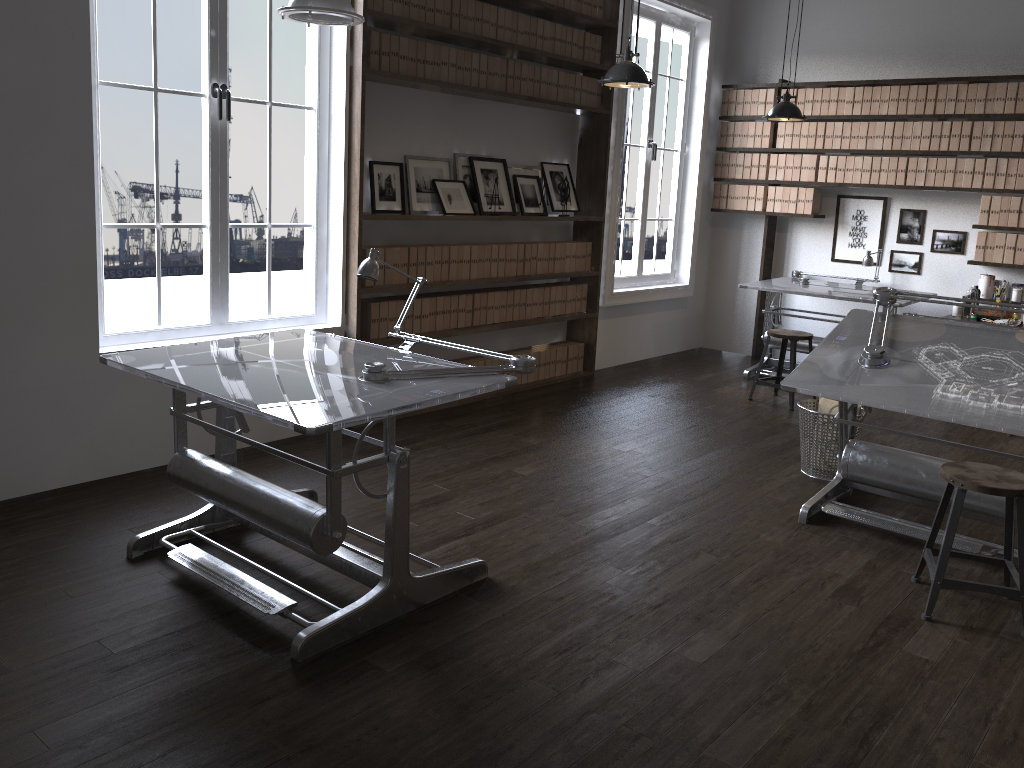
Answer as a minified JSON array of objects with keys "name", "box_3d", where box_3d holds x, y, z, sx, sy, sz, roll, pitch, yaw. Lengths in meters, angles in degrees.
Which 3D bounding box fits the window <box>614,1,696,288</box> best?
[{"name":"window","box_3d":[1.140,-1.946,7.454,0.154,2.289,1.250,11,13,39]}]

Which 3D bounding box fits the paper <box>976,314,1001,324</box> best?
[{"name":"paper","box_3d":[3.462,-0.473,6.431,0.155,0.038,0.138,9,14,24]}]

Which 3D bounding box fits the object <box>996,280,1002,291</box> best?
[{"name":"object","box_3d":[3.748,-0.736,6.840,0.072,0.128,0.072,2,11,-3]}]

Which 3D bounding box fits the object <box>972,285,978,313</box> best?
[{"name":"object","box_3d":[3.447,-0.623,6.638,0.069,0.235,0.068,10,13,36]}]

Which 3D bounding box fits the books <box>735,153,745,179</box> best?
[{"name":"books","box_3d":[2.088,-1.958,7.974,0.067,0.223,0.175,11,14,39]}]

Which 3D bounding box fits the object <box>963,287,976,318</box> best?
[{"name":"object","box_3d":[3.401,-0.609,6.584,0.069,0.227,0.068,10,13,36]}]

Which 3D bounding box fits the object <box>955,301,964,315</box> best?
[{"name":"object","box_3d":[3.378,-0.571,6.693,0.070,0.102,0.069,10,13,34]}]

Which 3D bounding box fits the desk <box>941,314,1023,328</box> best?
[{"name":"desk","box_3d":[3.884,-0.036,6.186,1.677,0.663,0.658,13,15,39]}]

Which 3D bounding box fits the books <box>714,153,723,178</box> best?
[{"name":"books","box_3d":[1.927,-1.995,8.104,0.067,0.224,0.175,11,14,39]}]

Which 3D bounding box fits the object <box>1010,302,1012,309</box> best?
[{"name":"object","box_3d":[3.664,-0.534,6.492,0.040,0.129,0.005,12,13,41]}]

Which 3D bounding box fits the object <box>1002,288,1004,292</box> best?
[{"name":"object","box_3d":[3.603,-0.633,6.522,0.005,0.151,0.044,5,10,9]}]

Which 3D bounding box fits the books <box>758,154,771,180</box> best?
[{"name":"books","box_3d":[2.259,-1.918,7.839,0.067,0.223,0.175,11,14,39]}]

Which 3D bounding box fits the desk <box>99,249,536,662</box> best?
[{"name":"desk","box_3d":[-0.677,0.101,3.339,1.275,1.178,1.176,12,15,39]}]

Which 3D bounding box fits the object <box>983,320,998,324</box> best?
[{"name":"object","box_3d":[3.452,-0.453,6.407,0.005,0.005,0.159,0,13,-16]}]

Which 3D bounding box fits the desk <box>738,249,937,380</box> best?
[{"name":"desk","box_3d":[2.628,-0.541,7.153,1.275,1.088,1.076,12,15,39]}]

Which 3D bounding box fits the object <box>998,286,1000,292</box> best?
[{"name":"object","box_3d":[3.578,-0.649,6.525,0.022,0.178,0.006,-2,11,-27]}]

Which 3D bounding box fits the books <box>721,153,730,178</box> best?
[{"name":"books","box_3d":[1.982,-1.984,8.066,0.067,0.223,0.175,11,14,39]}]

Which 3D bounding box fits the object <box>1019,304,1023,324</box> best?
[{"name":"object","box_3d":[3.737,-0.504,6.413,0.105,0.140,0.104,10,13,31]}]

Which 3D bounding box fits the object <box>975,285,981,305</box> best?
[{"name":"object","box_3d":[3.501,-0.630,6.703,0.069,0.227,0.068,10,13,36]}]

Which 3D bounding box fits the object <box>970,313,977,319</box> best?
[{"name":"object","box_3d":[3.417,-0.502,6.548,0.049,0.037,0.049,11,14,35]}]

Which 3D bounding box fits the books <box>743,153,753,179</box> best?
[{"name":"books","box_3d":[2.145,-1.945,7.933,0.067,0.223,0.175,11,14,39]}]

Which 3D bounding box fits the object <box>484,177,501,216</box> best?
[{"name":"object","box_3d":[-0.128,-1.254,5.928,0.040,0.258,0.175,11,13,39]}]

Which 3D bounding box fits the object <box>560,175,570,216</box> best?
[{"name":"object","box_3d":[0.391,-1.392,6.568,0.040,0.301,0.119,11,13,39]}]

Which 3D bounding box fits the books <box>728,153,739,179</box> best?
[{"name":"books","box_3d":[2.037,-1.971,8.022,0.067,0.223,0.175,11,14,39]}]

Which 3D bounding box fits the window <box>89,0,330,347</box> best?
[{"name":"window","box_3d":[-1.505,-1.415,4.524,0.154,2.475,1.489,11,13,39]}]

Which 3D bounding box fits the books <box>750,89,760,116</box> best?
[{"name":"books","box_3d":[2.183,-2.480,7.829,0.067,0.223,0.175,11,14,39]}]

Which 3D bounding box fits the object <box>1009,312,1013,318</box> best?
[{"name":"object","box_3d":[3.681,-0.500,6.495,0.060,0.088,0.060,10,13,34]}]

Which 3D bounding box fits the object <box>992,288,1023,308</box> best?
[{"name":"object","box_3d":[3.713,-0.636,6.590,0.345,0.145,0.077,-3,12,-27]}]

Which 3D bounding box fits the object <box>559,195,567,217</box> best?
[{"name":"object","box_3d":[0.376,-1.310,6.512,0.040,0.164,0.066,11,13,39]}]

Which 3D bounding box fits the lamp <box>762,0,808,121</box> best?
[{"name":"lamp","box_3d":[1.990,-2.974,6.091,0.311,2.233,0.315,6,11,19]}]

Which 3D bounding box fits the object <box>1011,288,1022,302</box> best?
[{"name":"object","box_3d":[3.784,-0.666,6.641,0.062,0.093,0.062,8,12,25]}]

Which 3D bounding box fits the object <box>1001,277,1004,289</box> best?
[{"name":"object","box_3d":[3.604,-0.671,6.526,0.021,0.226,0.007,-5,13,-38]}]

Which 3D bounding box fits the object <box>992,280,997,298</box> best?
[{"name":"object","box_3d":[3.693,-0.731,6.803,0.050,0.138,0.051,11,13,36]}]

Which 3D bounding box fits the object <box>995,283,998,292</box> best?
[{"name":"object","box_3d":[3.586,-0.652,6.526,0.071,0.185,0.008,12,13,40]}]

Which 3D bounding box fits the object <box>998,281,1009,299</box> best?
[{"name":"object","box_3d":[3.748,-0.718,6.761,0.070,0.129,0.071,1,11,-12]}]

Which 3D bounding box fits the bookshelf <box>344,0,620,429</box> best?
[{"name":"bookshelf","box_3d":[-0.234,-1.052,6.096,0.414,3.690,2.484,11,13,39]}]

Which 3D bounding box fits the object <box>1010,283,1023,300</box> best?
[{"name":"object","box_3d":[3.846,-0.696,6.732,0.094,0.127,0.095,-1,12,-20]}]

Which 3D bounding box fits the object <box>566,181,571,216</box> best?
[{"name":"object","box_3d":[0.413,-1.386,6.642,0.040,0.259,0.111,11,13,39]}]

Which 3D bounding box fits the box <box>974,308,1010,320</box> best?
[{"name":"box","box_3d":[3.550,-0.522,6.553,0.213,0.082,0.138,13,16,38]}]

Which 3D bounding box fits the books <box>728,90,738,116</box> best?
[{"name":"books","box_3d":[2.018,-2.518,7.958,0.067,0.223,0.175,11,14,39]}]

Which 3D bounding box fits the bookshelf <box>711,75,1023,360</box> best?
[{"name":"bookshelf","box_3d":[5.420,-0.351,5.450,9.225,3.178,0.375,13,14,39]}]

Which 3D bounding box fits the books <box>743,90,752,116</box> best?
[{"name":"books","box_3d":[2.131,-2.493,7.875,0.067,0.223,0.175,11,14,39]}]

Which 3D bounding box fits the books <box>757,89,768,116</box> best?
[{"name":"books","box_3d":[2.234,-2.467,7.782,0.067,0.224,0.175,11,14,39]}]

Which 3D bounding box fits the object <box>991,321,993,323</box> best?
[{"name":"object","box_3d":[3.459,-0.452,6.388,0.006,0.006,0.158,7,13,18]}]

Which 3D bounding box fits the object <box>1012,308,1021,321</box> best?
[{"name":"object","box_3d":[3.660,-0.498,6.428,0.050,0.111,0.049,10,13,35]}]

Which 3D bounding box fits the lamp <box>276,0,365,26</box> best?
[{"name":"lamp","box_3d":[-0.631,-2.414,3.003,0.311,2.233,0.315,6,11,19]}]

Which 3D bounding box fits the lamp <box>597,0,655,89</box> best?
[{"name":"lamp","box_3d":[0.664,-2.692,4.535,0.311,2.233,0.315,6,11,19]}]

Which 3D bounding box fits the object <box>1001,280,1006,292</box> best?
[{"name":"object","box_3d":[3.592,-0.660,6.507,0.007,0.212,0.055,0,10,-15]}]

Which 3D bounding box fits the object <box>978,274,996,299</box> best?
[{"name":"object","box_3d":[3.622,-0.744,6.767,0.107,0.175,0.108,12,14,40]}]

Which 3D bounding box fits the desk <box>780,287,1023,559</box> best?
[{"name":"desk","box_3d":[2.284,0.032,3.881,2.292,1.374,1.081,13,15,39]}]

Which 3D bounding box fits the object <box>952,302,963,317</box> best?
[{"name":"object","box_3d":[3.336,-0.559,6.629,0.069,0.103,0.068,13,15,43]}]

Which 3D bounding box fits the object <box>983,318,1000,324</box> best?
[{"name":"object","box_3d":[3.458,-0.457,6.395,0.011,0.017,0.173,-1,13,-18]}]

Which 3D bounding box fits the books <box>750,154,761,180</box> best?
[{"name":"books","box_3d":[2.199,-1.931,7.881,0.067,0.224,0.175,11,14,39]}]

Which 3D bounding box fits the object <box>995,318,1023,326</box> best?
[{"name":"object","box_3d":[3.548,-0.450,6.331,0.132,0.050,0.199,-2,13,-21]}]

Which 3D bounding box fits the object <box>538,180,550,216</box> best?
[{"name":"object","box_3d":[0.234,-1.335,6.375,0.040,0.258,0.124,11,13,39]}]

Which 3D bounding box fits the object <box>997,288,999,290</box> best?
[{"name":"object","box_3d":[3.587,-0.635,6.538,0.033,0.146,0.005,11,13,40]}]

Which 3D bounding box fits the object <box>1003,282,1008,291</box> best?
[{"name":"object","box_3d":[3.604,-0.655,6.516,0.055,0.191,0.006,11,13,38]}]

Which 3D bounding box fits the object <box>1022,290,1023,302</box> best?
[{"name":"object","box_3d":[3.846,-0.655,6.609,0.063,0.092,0.063,8,12,25]}]
